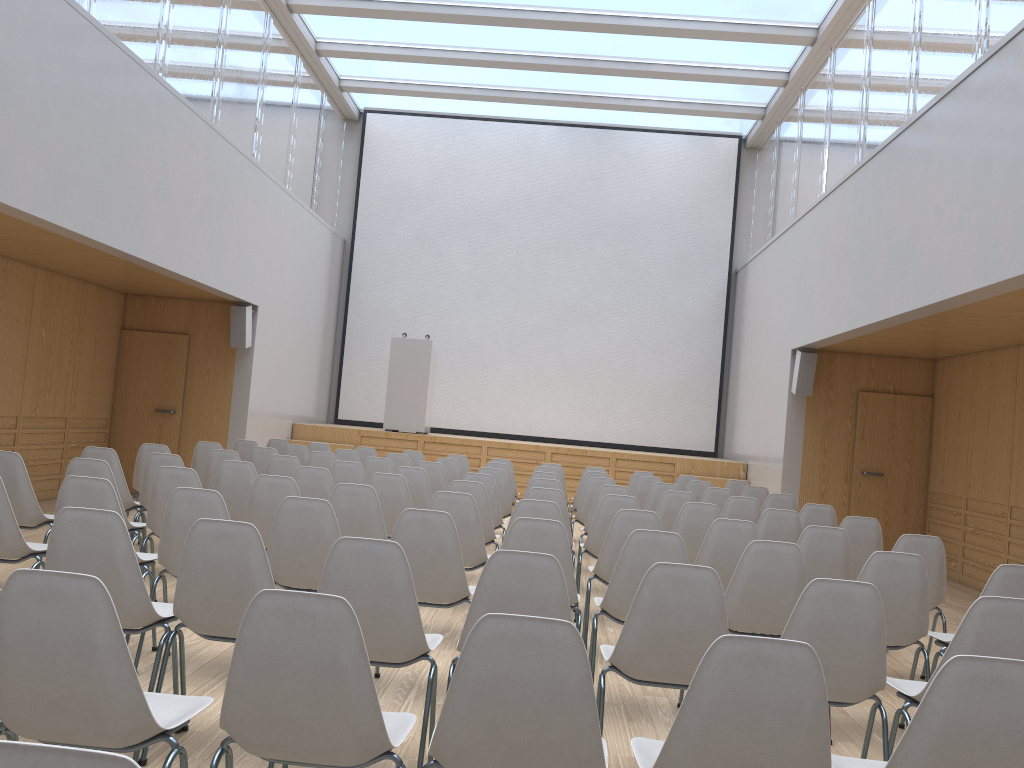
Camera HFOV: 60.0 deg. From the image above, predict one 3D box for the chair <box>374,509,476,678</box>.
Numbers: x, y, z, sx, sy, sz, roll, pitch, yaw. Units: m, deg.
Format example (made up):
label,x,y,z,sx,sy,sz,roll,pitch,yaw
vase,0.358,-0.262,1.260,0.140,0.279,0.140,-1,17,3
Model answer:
label,x,y,z,sx,sy,sz,roll,pitch,yaw
chair,-0.405,1.009,4.193,0.479,0.876,0.506,5,-2,3

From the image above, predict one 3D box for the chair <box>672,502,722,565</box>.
label,x,y,z,sx,sy,sz,roll,pitch,yaw
chair,1.232,1.234,6.106,0.479,0.876,0.506,5,-2,3

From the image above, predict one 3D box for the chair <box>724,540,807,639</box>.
label,x,y,z,sx,sy,sz,roll,pitch,yaw
chair,1.139,1.142,4.151,0.479,0.876,0.506,5,-2,3

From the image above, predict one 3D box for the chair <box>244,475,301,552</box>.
label,x,y,z,sx,sy,sz,roll,pitch,yaw
chair,-1.379,0.972,5.315,0.479,0.876,0.506,5,-2,3

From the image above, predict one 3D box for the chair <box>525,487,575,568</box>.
label,x,y,z,sx,sy,sz,roll,pitch,yaw
chair,0.208,1.149,6.202,0.479,0.876,0.506,5,-2,3

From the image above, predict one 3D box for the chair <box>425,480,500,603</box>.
label,x,y,z,sx,sy,sz,roll,pitch,yaw
chair,-0.324,1.105,6.249,0.479,0.876,0.506,5,-2,3

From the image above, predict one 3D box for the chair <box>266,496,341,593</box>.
label,x,y,z,sx,sy,sz,roll,pitch,yaw
chair,-0.958,0.964,4.263,0.479,0.876,0.506,5,-2,3

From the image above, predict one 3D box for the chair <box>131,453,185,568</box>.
label,x,y,z,sx,sy,sz,roll,pitch,yaw
chair,-2.416,0.926,6.343,0.479,0.876,0.506,5,-2,3

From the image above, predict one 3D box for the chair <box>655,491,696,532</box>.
label,x,y,z,sx,sy,sz,roll,pitch,yaw
chair,1.274,1.282,7.125,0.479,0.876,0.506,5,-2,3

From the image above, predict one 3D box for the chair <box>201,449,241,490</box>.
label,x,y,z,sx,sy,sz,roll,pitch,yaw
chair,-2.338,0.976,7.357,0.479,0.876,0.506,5,-2,3

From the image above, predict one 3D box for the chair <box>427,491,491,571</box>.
label,x,y,z,sx,sy,sz,roll,pitch,yaw
chair,-0.351,1.059,5.250,0.479,0.876,0.506,5,-2,3

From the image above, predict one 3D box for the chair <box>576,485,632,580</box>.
label,x,y,z,sx,sy,sz,roll,pitch,yaw
chair,0.784,1.241,7.171,0.479,0.876,0.506,5,-2,3

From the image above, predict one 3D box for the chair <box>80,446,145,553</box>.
label,x,y,z,sx,sy,sz,roll,pitch,yaw
chair,-2.890,0.887,6.396,0.479,0.876,0.506,5,-2,3

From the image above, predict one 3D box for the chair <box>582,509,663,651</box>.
label,x,y,z,sx,sy,sz,roll,pitch,yaw
chair,0.673,1.144,5.136,0.479,0.876,0.506,5,-2,3

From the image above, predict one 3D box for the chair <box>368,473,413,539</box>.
label,x,y,z,sx,sy,sz,roll,pitch,yaw
chair,-0.867,1.059,6.288,0.479,0.876,0.506,5,-2,3

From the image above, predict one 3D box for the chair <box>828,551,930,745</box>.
label,x,y,z,sx,sy,sz,roll,pitch,yaw
chair,1.676,1.189,4.140,0.479,0.876,0.506,5,-2,3

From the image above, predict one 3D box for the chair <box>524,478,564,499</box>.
label,x,y,z,sx,sy,sz,roll,pitch,yaw
chair,0.249,1.197,7.228,0.479,0.876,0.506,5,-2,3

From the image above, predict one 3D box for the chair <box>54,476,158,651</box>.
label,x,y,z,sx,sy,sz,roll,pitch,yaw
chair,-1.988,0.877,4.337,0.479,0.876,0.506,5,-2,3

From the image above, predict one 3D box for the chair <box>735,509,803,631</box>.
label,x,y,z,sx,sy,sz,roll,pitch,yaw
chair,1.772,1.283,6.136,0.479,0.876,0.506,5,-2,3

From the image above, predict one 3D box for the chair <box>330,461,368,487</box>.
label,x,y,z,sx,sy,sz,roll,pitch,yaw
chair,-1.321,1.060,7.244,0.479,0.876,0.506,5,-2,3

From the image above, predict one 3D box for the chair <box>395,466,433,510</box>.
label,x,y,z,sx,sy,sz,roll,pitch,yaw
chair,-0.817,1.104,7.238,0.479,0.876,0.506,5,-2,3

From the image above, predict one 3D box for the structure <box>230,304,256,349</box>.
label,x,y,z,sx,sy,sz,roll,pitch,yaw
structure,-3.307,-0.705,10.857,0.196,0.542,0.368,5,-2,3

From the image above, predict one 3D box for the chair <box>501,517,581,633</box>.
label,x,y,z,sx,sy,sz,roll,pitch,yaw
chair,0.097,1.055,4.235,0.479,0.876,0.506,5,-2,3

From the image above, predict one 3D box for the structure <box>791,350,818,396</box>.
label,x,y,z,sx,sy,sz,roll,pitch,yaw
structure,3.452,-0.130,10.493,0.196,0.542,0.368,5,-2,3

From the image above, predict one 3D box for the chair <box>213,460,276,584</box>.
label,x,y,z,sx,sy,sz,roll,pitch,yaw
chair,-1.883,0.968,6.232,0.479,0.876,0.506,5,-2,3

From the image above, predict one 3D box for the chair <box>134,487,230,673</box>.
label,x,y,z,sx,sy,sz,roll,pitch,yaw
chair,-1.451,0.920,4.249,0.479,0.876,0.506,5,-2,3

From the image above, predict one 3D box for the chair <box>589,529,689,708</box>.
label,x,y,z,sx,sy,sz,roll,pitch,yaw
chair,0.617,1.097,4.159,0.479,0.876,0.506,5,-2,3

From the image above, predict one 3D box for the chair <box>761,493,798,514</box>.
label,x,y,z,sx,sy,sz,roll,pitch,yaw
chair,2.367,1.419,8.087,0.479,0.876,0.506,5,-2,3

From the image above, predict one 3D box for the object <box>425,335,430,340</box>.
label,x,y,z,sx,sy,sz,roll,pitch,yaw
object,-1.260,-0.590,13.154,0.166,0.305,0.252,6,-3,-25

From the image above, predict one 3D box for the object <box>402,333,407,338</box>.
label,x,y,z,sx,sy,sz,roll,pitch,yaw
object,-1.606,-0.619,13.172,0.166,0.305,0.252,6,-3,-25

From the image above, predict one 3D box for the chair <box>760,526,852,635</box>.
label,x,y,z,sx,sy,sz,roll,pitch,yaw
chair,1.708,1.234,5.121,0.479,0.876,0.506,5,-2,3

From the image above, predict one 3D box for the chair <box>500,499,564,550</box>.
label,x,y,z,sx,sy,sz,roll,pitch,yaw
chair,0.123,1.099,5.206,0.479,0.876,0.506,5,-2,3

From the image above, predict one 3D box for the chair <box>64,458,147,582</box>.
label,x,y,z,sx,sy,sz,roll,pitch,yaw
chair,-2.469,0.879,5.363,0.479,0.876,0.506,5,-2,3

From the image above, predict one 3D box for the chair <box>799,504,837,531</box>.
label,x,y,z,sx,sy,sz,roll,pitch,yaw
chair,2.337,1.371,7.047,0.479,0.876,0.506,5,-2,3

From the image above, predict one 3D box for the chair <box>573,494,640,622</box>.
label,x,y,z,sx,sy,sz,roll,pitch,yaw
chair,0.701,1.190,6.156,0.479,0.876,0.506,5,-2,3

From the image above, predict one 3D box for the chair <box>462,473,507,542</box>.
label,x,y,z,sx,sy,sz,roll,pitch,yaw
chair,-0.282,1.149,7.188,0.479,0.876,0.506,5,-2,3

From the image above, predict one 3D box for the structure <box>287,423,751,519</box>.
label,x,y,z,sx,sy,sz,roll,pitch,yaw
structure,0.064,1.386,13.285,6.551,1.027,2.729,5,-2,3

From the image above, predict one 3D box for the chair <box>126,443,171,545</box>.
label,x,y,z,sx,sy,sz,roll,pitch,yaw
chair,-2.884,0.927,7.328,0.479,0.876,0.506,5,-2,3

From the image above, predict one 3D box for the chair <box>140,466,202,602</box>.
label,x,y,z,sx,sy,sz,roll,pitch,yaw
chair,-1.945,0.923,5.317,0.479,0.876,0.506,5,-2,3

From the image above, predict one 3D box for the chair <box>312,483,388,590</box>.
label,x,y,z,sx,sy,sz,roll,pitch,yaw
chair,-0.908,1.009,5.221,0.479,0.876,0.506,5,-2,3

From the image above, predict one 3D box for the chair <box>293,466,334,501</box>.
label,x,y,z,sx,sy,sz,roll,pitch,yaw
chair,-1.382,1.014,6.287,0.479,0.876,0.506,5,-2,3

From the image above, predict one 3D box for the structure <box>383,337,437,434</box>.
label,x,y,z,sx,sy,sz,roll,pitch,yaw
structure,-1.503,0.037,13.203,0.605,1.379,0.605,5,-2,3

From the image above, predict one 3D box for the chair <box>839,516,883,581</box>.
label,x,y,z,sx,sy,sz,roll,pitch,yaw
chair,2.287,1.326,6.090,0.479,0.876,0.506,5,-2,3

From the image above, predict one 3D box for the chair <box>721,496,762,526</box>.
label,x,y,z,sx,sy,sz,roll,pitch,yaw
chair,1.785,1.327,7.146,0.479,0.876,0.506,5,-2,3

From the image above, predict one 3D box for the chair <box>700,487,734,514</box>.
label,x,y,z,sx,sy,sz,roll,pitch,yaw
chair,1.828,1.374,8.144,0.479,0.876,0.506,5,-2,3

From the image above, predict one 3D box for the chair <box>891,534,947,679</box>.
label,x,y,z,sx,sy,sz,roll,pitch,yaw
chair,2.233,1.280,5.121,0.479,0.876,0.506,5,-2,3

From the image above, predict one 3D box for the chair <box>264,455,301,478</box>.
label,x,y,z,sx,sy,sz,roll,pitch,yaw
chair,-1.842,1.018,7.312,0.479,0.876,0.506,5,-2,3

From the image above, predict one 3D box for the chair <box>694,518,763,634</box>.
label,x,y,z,sx,sy,sz,roll,pitch,yaw
chair,1.190,1.186,5.067,0.479,0.876,0.506,5,-2,3

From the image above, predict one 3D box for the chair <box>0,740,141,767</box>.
label,x,y,z,sx,sy,sz,roll,pitch,yaw
chair,-0.562,0.870,1.269,0.479,0.876,0.506,5,-2,3

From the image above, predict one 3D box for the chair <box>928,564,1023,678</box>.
label,x,y,z,sx,sy,sz,roll,pitch,yaw
chair,2.183,1.229,4.054,0.479,0.876,0.506,5,-2,3
